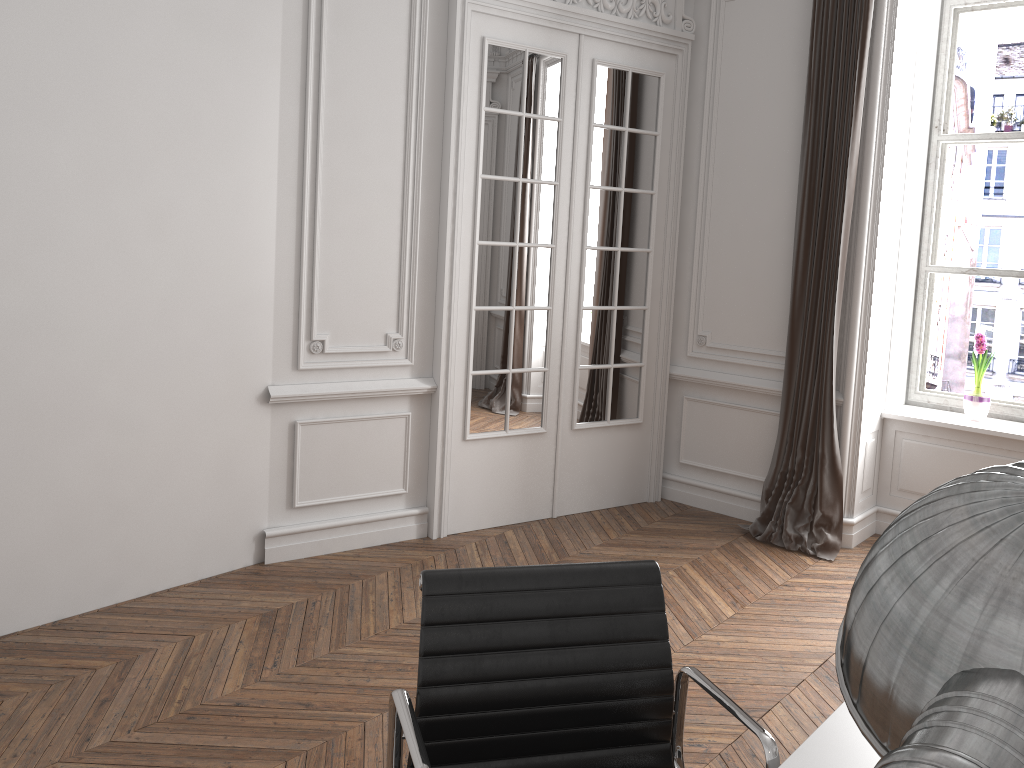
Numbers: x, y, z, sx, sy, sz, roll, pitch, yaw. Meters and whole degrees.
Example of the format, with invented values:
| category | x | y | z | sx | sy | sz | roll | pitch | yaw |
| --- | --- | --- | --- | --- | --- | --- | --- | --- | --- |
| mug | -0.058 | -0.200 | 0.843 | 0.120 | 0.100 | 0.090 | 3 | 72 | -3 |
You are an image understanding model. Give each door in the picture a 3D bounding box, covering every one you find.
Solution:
| category | x | y | z | sx | sy | sz | roll | pitch | yaw |
| --- | --- | --- | --- | --- | --- | --- | --- | --- | --- |
| door | 0.295 | -0.601 | 4.820 | 1.565 | 2.717 | 0.086 | -1 | 6 | -34 |

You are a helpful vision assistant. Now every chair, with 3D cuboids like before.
| category | x | y | z | sx | sy | sz | roll | pitch | yaw |
| --- | --- | --- | --- | --- | --- | --- | --- | --- | --- |
| chair | 0.104 | 0.851 | 1.469 | 0.693 | 0.917 | 0.673 | 0 | 7 | -24 |

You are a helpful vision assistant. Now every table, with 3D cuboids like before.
| category | x | y | z | sx | sy | sz | roll | pitch | yaw |
| --- | --- | --- | --- | --- | --- | --- | --- | --- | --- |
| table | 0.823 | 1.017 | 1.215 | 0.905 | 0.743 | 2.630 | 9 | 11 | 40 |

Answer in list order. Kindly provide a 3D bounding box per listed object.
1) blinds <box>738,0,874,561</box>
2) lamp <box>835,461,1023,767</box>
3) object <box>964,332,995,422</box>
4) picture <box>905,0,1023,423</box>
| category | x | y | z | sx | sy | sz | roll | pitch | yaw |
| --- | --- | --- | --- | --- | --- | --- | --- | --- | --- |
| blinds | 1.564 | -0.698 | 4.575 | 0.310 | 3.081 | 0.584 | -2 | 7 | -44 |
| lamp | 0.168 | 0.397 | 0.381 | 0.270 | 0.694 | 0.489 | 8 | 8 | 40 |
| object | 2.499 | -0.040 | 4.725 | 0.129 | 0.473 | 0.130 | 3 | 5 | 0 |
| picture | 0.570 | -0.887 | 1.643 | 13.264 | 4.770 | 13.296 | 9 | 11 | 32 |
